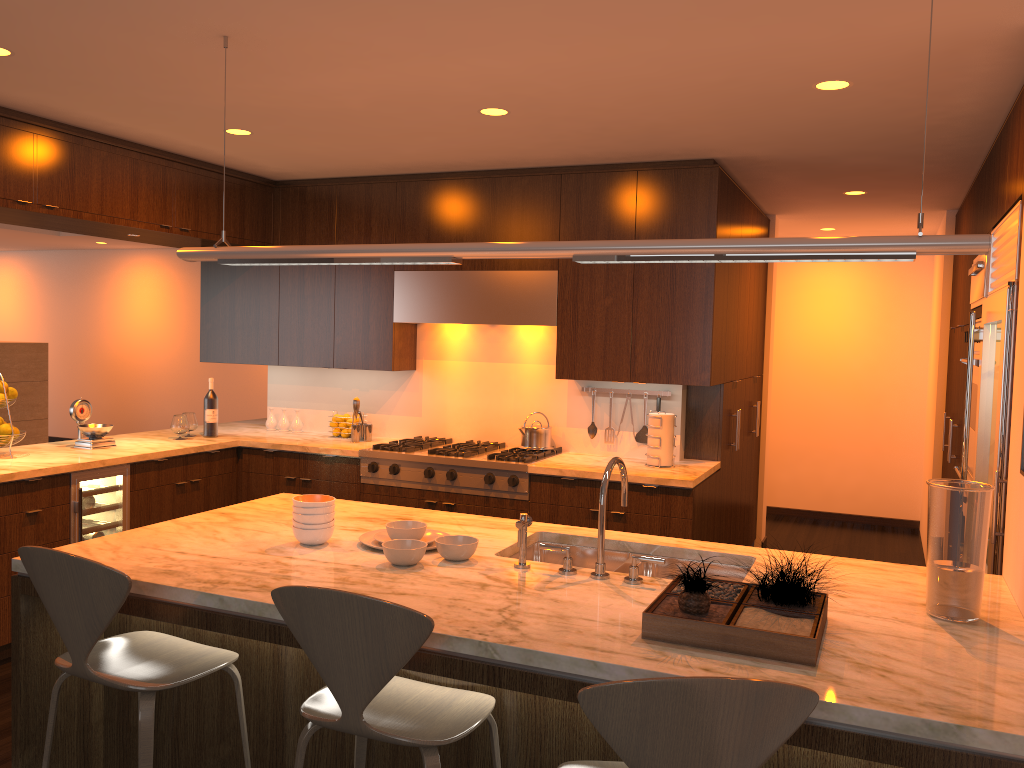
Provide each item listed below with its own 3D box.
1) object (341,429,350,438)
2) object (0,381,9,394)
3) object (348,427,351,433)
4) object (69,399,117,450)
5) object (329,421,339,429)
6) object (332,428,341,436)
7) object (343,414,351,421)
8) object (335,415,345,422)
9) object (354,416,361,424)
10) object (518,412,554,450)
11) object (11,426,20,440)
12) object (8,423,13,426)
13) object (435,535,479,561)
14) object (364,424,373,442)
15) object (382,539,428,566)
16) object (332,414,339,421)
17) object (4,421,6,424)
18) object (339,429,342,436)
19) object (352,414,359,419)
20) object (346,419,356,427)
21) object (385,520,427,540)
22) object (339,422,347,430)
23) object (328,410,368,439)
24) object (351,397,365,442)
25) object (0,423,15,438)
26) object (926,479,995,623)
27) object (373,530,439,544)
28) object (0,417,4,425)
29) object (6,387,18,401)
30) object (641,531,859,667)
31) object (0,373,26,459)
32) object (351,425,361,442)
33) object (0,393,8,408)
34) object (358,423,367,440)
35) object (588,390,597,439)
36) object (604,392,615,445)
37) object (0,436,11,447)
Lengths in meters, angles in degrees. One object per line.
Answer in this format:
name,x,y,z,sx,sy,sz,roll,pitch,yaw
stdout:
object,-1.090,0.324,5.810,0.064,0.063,0.074,1,3,-14
object,-2.629,0.019,4.562,0.068,0.072,0.071,0,3,-21
object,-1.041,0.300,5.781,0.052,0.054,0.061,4,4,33
object,-2.384,0.225,5.046,0.231,0.266,0.191,3,3,26
object,-1.167,0.268,5.824,0.063,0.051,0.053,3,3,25
object,-1.150,0.316,5.820,0.060,0.057,0.052,0,4,-32
object,-1.090,0.222,5.855,0.051,0.053,0.063,0,4,-33
object,-1.127,0.227,5.808,0.063,0.051,0.053,2,3,13
object,-1.021,0.239,5.848,0.051,0.053,0.063,0,3,-21
object,0.147,0.275,5.329,0.221,0.218,0.221,2,3,8
object,-2.631,0.259,4.666,0.073,0.072,0.071,0,3,-23
object,-2.671,0.235,4.701,0.055,0.057,0.056,0,3,-21
object,-0.172,0.514,2.760,0.138,0.059,0.139,-1,4,-41
object,-0.921,0.313,5.671,0.060,0.106,0.060,-1,4,-35
object,-0.325,0.514,2.684,0.138,0.059,0.139,-1,4,-41
object,-1.159,0.227,5.850,0.057,0.060,0.052,5,4,44
object,-2.645,0.228,4.607,0.070,0.072,0.071,1,3,-13
object,-1.149,0.319,5.878,0.061,0.053,0.053,2,3,8
object,-1.039,0.222,5.912,0.050,0.060,0.059,0,4,-34
object,-1.054,0.252,5.800,0.061,0.052,0.053,0,3,-21
object,-0.350,0.494,2.933,0.138,0.059,0.139,-1,4,-41
object,-1.107,0.272,5.810,0.052,0.053,0.062,3,3,28
object,-1.083,0.265,5.863,0.207,0.175,0.189,3,3,21
object,-0.994,0.223,5.621,0.101,0.288,0.088,-1,4,-37
object,-2.583,0.238,4.525,0.078,0.074,0.077,4,4,38
object,1.153,0.431,2.301,0.159,0.349,0.159,1,3,-3
object,-0.350,0.515,2.934,0.217,0.025,0.216,4,4,40
object,-2.630,0.195,4.529,0.062,0.063,0.060,3,4,30
object,-2.610,0.052,4.611,0.070,0.074,0.071,5,4,44
object,0.627,0.482,2.185,0.497,0.231,0.503,3,3,23
object,-2.690,0.144,4.574,0.324,0.461,0.324,1,3,-18
object,-0.988,0.314,5.614,0.060,0.106,0.060,-1,4,-35
object,-2.628,0.083,4.550,0.077,0.077,0.078,4,4,40
object,-0.967,0.309,5.731,0.060,0.106,0.060,-1,4,-35
object,0.485,0.181,5.296,0.061,0.296,0.020,3,3,21
object,0.584,0.202,5.258,0.066,0.314,0.004,3,3,23
object,-2.625,0.286,4.576,0.078,0.075,0.078,2,3,1
